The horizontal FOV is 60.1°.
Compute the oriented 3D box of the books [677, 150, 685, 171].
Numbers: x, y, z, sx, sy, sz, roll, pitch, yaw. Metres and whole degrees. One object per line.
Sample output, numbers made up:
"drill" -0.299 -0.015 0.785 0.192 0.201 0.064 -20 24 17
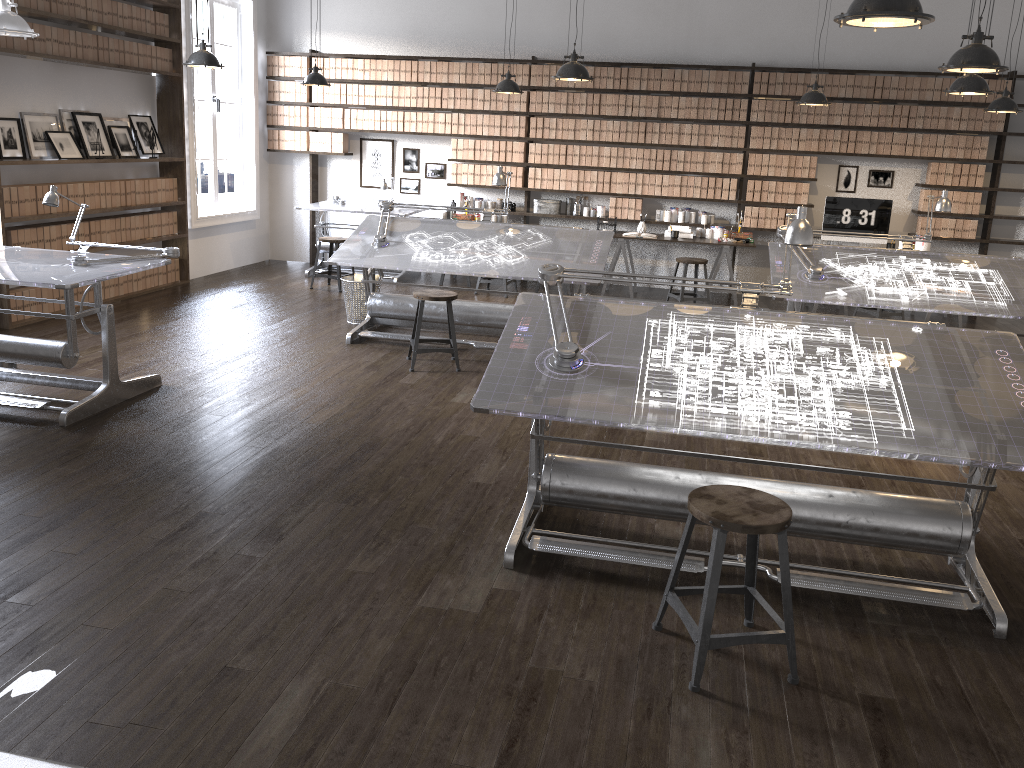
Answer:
"books" 1.819 -2.400 9.543 0.067 0.223 0.176 5 14 11

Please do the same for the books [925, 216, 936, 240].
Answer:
"books" 4.316 -1.615 9.170 0.067 0.223 0.176 5 14 11

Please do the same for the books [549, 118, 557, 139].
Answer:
"books" 0.464 -2.807 9.749 0.067 0.223 0.176 5 14 11

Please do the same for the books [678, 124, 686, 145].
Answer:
"books" 1.824 -2.669 9.487 0.067 0.223 0.176 5 14 11

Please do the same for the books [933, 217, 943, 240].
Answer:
"books" 4.383 -1.609 9.162 0.067 0.223 0.176 5 14 11

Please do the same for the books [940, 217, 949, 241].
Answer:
"books" 4.444 -1.603 9.148 0.067 0.223 0.176 5 14 11

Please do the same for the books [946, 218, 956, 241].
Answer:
"books" 4.508 -1.596 9.134 0.067 0.223 0.176 5 14 11

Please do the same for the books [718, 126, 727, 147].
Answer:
"books" 2.231 -2.626 9.403 0.067 0.223 0.176 5 14 11

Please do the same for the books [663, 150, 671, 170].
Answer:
"books" 1.676 -2.414 9.570 0.067 0.223 0.176 5 14 11

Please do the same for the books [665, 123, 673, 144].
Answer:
"books" 1.693 -2.682 9.514 0.067 0.223 0.176 5 14 11

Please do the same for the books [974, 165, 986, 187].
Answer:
"books" 4.727 -2.109 8.979 0.067 0.223 0.176 5 14 11

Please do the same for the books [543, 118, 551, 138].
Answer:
"books" 0.395 -2.816 9.767 0.067 0.223 0.176 5 14 11

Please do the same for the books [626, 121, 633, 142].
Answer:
"books" 1.275 -2.725 9.593 0.067 0.223 0.176 5 14 11

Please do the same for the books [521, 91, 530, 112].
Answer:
"books" 0.148 -3.106 9.752 0.067 0.223 0.176 5 14 11

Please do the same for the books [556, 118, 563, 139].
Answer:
"books" 0.534 -2.801 9.739 0.067 0.223 0.176 5 14 11

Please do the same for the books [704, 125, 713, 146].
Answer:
"books" 2.094 -2.642 9.437 0.067 0.223 0.176 5 14 11

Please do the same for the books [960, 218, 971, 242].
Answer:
"books" 4.646 -1.583 9.113 0.067 0.223 0.176 5 14 11

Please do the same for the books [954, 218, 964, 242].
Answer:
"books" 4.578 -1.590 9.124 0.067 0.223 0.176 5 14 11

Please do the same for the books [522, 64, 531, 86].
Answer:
"books" 0.168 -3.372 9.689 0.067 0.223 0.176 5 14 11

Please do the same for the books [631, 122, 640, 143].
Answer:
"books" 1.339 -2.719 9.583 0.067 0.223 0.176 5 14 11

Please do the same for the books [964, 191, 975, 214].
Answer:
"books" 4.652 -1.850 9.051 0.067 0.223 0.176 5 14 11

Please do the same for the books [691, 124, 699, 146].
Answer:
"books" 1.956 -2.654 9.458 0.067 0.223 0.176 5 14 11

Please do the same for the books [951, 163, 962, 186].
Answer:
"books" 4.508 -2.132 9.024 0.067 0.223 0.176 5 14 11

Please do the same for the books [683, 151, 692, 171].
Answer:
"books" 1.889 -2.394 9.534 0.067 0.223 0.176 5 14 11

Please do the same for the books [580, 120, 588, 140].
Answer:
"books" 0.795 -2.774 9.686 0.067 0.223 0.176 5 14 11

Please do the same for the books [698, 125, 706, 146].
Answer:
"books" 2.025 -2.648 9.449 0.067 0.223 0.176 5 14 11

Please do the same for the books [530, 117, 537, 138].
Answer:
"books" 0.249 -2.830 9.795 0.067 0.223 0.176 5 14 11

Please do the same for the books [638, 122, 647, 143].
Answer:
"books" 1.411 -2.710 9.564 0.067 0.223 0.176 5 14 11

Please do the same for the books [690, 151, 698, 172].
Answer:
"books" 1.959 -2.387 9.520 0.067 0.223 0.176 5 14 11

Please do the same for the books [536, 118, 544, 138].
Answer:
"books" 0.321 -2.822 9.776 0.067 0.223 0.176 5 14 11

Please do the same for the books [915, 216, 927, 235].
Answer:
"books" 4.252 -1.623 9.188 0.067 0.223 0.176 5 14 11

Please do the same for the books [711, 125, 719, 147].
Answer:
"books" 2.161 -2.634 9.420 0.067 0.223 0.176 5 14 11

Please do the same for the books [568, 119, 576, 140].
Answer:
"books" 0.668 -2.786 9.707 0.067 0.223 0.176 5 14 11

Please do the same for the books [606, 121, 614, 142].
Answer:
"books" 1.071 -2.745 9.632 0.067 0.223 0.176 5 14 11

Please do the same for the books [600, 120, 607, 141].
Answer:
"books" 1.004 -2.753 9.649 0.067 0.223 0.176 5 14 11

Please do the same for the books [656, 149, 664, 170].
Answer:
"books" 1.605 -2.423 9.589 0.067 0.223 0.176 5 14 11

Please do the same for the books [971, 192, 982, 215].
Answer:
"books" 4.721 -1.843 9.039 0.067 0.223 0.176 5 14 11

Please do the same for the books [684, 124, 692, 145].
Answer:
"books" 1.885 -2.662 9.474 0.067 0.223 0.176 5 14 11

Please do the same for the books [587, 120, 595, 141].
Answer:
"books" 0.866 -2.766 9.670 0.067 0.223 0.176 5 14 11

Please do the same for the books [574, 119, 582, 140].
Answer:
"books" 0.734 -2.780 9.699 0.067 0.223 0.176 5 14 11

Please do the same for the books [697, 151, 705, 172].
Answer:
"books" 2.024 -2.378 9.502 0.067 0.223 0.176 5 14 11

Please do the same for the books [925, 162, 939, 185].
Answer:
"books" 4.299 -2.153 9.064 0.067 0.223 0.176 5 14 11

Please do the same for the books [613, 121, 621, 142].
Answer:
"books" 1.141 -2.737 9.615 0.067 0.223 0.176 5 14 11

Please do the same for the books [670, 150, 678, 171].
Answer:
"books" 1.751 -2.408 9.561 0.067 0.223 0.176 5 14 11

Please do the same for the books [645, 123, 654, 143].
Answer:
"books" 1.485 -2.704 9.555 0.067 0.223 0.176 5 14 11

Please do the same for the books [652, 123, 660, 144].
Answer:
"books" 1.554 -2.696 9.537 0.067 0.223 0.176 5 14 11

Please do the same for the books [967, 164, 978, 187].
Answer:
"books" 4.653 -2.117 8.996 0.067 0.223 0.176 5 14 11

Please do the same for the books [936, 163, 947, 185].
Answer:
"books" 4.369 -2.146 9.051 0.067 0.223 0.176 5 14 11

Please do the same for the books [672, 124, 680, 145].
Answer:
"books" 1.758 -2.674 9.496 0.067 0.223 0.176 5 14 11

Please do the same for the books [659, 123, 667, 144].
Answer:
"books" 1.624 -2.690 9.528 0.067 0.223 0.176 5 14 11

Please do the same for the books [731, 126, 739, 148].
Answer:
"books" 2.359 -2.614 9.383 0.067 0.223 0.176 5 14 11

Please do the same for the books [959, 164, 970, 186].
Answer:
"books" 4.580 -2.123 9.005 0.067 0.223 0.176 5 14 11

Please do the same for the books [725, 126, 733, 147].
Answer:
"books" 2.296 -2.619 9.391 0.067 0.223 0.176 5 14 11

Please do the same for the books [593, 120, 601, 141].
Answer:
"books" 0.935 -2.760 9.661 0.067 0.223 0.176 5 14 11

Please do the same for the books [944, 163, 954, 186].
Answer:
"books" 4.437 -2.138 9.033 0.067 0.223 0.176 5 14 11

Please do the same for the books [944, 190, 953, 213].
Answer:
"books" 4.454 -1.870 9.089 0.067 0.223 0.176 5 14 11

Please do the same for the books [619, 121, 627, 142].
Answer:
"books" 1.212 -2.730 9.601 0.067 0.223 0.176 5 14 11

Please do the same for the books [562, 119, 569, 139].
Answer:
"books" 0.603 -2.794 9.726 0.067 0.223 0.176 5 14 11

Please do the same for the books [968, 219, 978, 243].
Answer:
"books" 4.709 -1.575 9.094 0.067 0.223 0.176 5 14 11
